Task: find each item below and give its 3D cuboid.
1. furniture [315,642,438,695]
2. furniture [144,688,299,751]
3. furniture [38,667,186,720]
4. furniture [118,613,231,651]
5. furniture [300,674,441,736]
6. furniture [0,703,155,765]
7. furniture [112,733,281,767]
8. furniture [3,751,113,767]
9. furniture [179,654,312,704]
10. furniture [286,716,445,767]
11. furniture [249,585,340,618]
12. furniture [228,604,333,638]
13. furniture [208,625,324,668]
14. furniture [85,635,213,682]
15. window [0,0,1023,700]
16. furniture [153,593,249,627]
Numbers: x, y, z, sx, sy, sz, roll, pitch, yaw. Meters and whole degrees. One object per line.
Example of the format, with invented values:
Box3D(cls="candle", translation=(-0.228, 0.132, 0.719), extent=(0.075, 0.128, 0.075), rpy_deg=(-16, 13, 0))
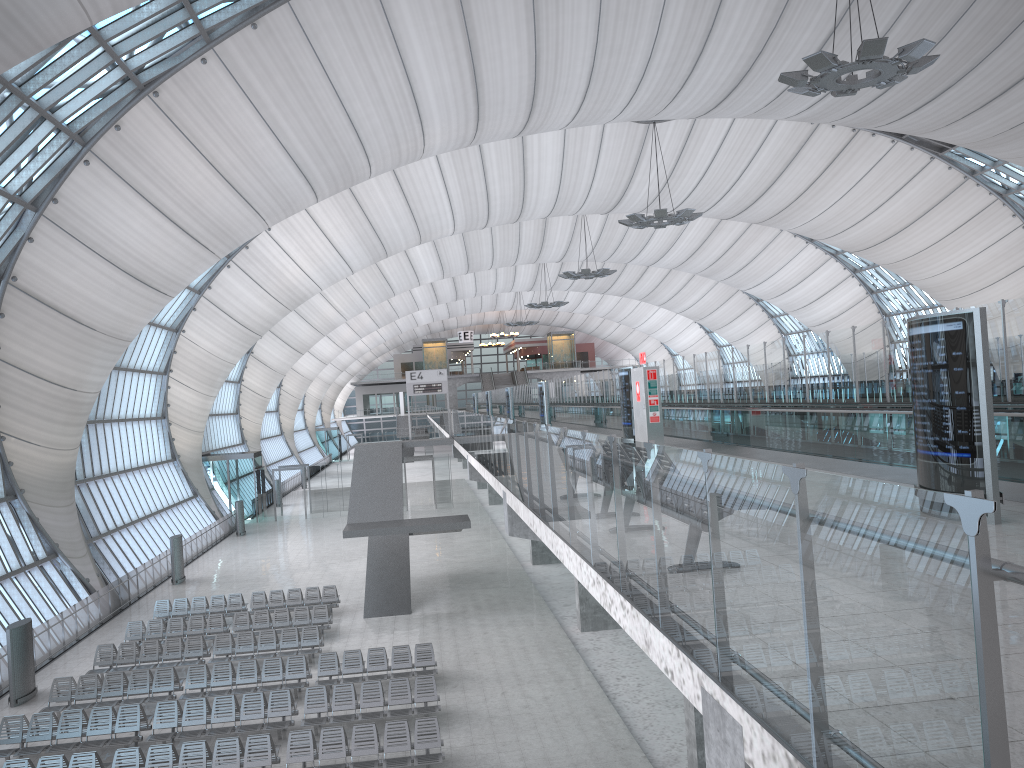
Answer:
Box3D(cls="furniture", translation=(-3.051, 6.435, 20.072), extent=(2.705, 0.913, 1.572), rpy_deg=(-4, -1, -6))
Box3D(cls="furniture", translation=(-5.614, 6.560, 17.374), extent=(2.705, 0.913, 1.572), rpy_deg=(-4, -1, -6))
Box3D(cls="furniture", translation=(-8.697, 6.789, 19.449), extent=(2.705, 0.913, 1.572), rpy_deg=(-4, -1, -6))
Box3D(cls="furniture", translation=(-9.241, 6.899, 24.438), extent=(2.705, 0.913, 1.572), rpy_deg=(-4, -1, -6))
Box3D(cls="furniture", translation=(-2.791, 6.382, 17.686), extent=(2.705, 0.913, 1.572), rpy_deg=(-4, -1, -6))
Box3D(cls="furniture", translation=(-8.437, 6.737, 17.063), extent=(2.705, 0.913, 1.572), rpy_deg=(-4, -1, -6))
Box3D(cls="furniture", translation=(-5.354, 6.507, 14.988), extent=(2.705, 0.913, 1.572), rpy_deg=(-4, -1, -6))
Box3D(cls="furniture", translation=(-8.177, 6.684, 14.676), extent=(2.705, 0.913, 1.572), rpy_deg=(-4, -1, -6))
Box3D(cls="furniture", translation=(-5.874, 6.612, 19.761), extent=(2.705, 0.913, 1.572), rpy_deg=(-4, -1, -6))
Box3D(cls="furniture", translation=(-2.531, 6.330, 15.299), extent=(2.705, 0.913, 1.572), rpy_deg=(-4, -1, -6))
Box3D(cls="furniture", translation=(-6.704, 6.779, 27.375), extent=(2.705, 0.913, 1.572), rpy_deg=(-4, -1, -6))
Box3D(cls="furniture", translation=(-6.418, 6.721, 24.750), extent=(2.705, 0.913, 1.572), rpy_deg=(-4, -1, -6))
Box3D(cls="furniture", translation=(-6.164, 6.670, 22.415), extent=(2.705, 0.913, 1.572), rpy_deg=(-4, -1, -6))
Box3D(cls="furniture", translation=(-8.987, 6.847, 22.104), extent=(2.705, 0.913, 1.572), rpy_deg=(-4, -1, -6))
Box3D(cls="window", translation=(3.413, -2.536, 79.098), extent=(50.537, 20.004, 167.818), rpy_deg=(-4, -1, -6))
Box3D(cls="furniture", translation=(-9.527, 6.956, 27.063), extent=(2.705, 0.913, 1.572), rpy_deg=(-4, -1, -6))
